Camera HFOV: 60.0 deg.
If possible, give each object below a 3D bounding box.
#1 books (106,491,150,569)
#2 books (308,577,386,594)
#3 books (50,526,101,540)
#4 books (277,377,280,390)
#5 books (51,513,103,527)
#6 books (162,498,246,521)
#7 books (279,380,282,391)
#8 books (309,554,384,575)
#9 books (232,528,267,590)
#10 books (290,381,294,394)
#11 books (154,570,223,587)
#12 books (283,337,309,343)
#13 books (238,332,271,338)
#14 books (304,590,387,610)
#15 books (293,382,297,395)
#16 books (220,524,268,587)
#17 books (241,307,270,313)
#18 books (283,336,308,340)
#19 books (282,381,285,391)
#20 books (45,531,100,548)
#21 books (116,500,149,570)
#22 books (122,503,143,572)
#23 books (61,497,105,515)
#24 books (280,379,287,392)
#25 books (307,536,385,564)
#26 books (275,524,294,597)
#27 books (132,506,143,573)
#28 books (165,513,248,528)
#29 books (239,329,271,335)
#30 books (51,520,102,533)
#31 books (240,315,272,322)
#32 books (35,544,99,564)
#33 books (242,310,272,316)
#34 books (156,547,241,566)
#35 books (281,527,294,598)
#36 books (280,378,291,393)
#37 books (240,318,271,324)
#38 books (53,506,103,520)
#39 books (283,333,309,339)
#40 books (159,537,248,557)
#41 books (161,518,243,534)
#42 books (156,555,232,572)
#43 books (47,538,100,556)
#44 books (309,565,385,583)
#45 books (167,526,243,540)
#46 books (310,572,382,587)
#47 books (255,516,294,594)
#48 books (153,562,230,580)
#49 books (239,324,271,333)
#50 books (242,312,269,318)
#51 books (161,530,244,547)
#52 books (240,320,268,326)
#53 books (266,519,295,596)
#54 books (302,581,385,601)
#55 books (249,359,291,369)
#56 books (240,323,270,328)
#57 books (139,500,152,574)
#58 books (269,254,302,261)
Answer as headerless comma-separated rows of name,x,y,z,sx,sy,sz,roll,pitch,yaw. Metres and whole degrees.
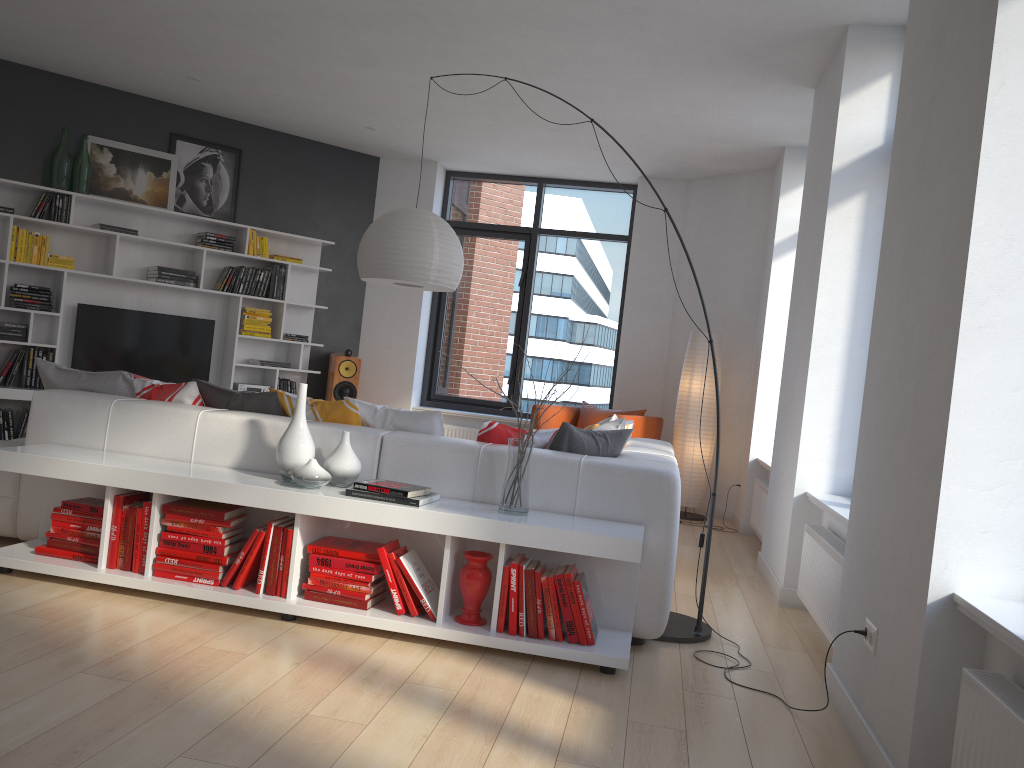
books,-1.570,0.593,3.632,0.036,0.294,0.208,7,1,9
books,-0.644,0.772,3.479,0.257,0.025,0.182,7,1,9
books,-1.754,0.612,3.708,0.257,0.025,0.182,7,1,9
books,-2.171,0.062,8.092,0.053,0.268,0.202,6,1,-36
books,-1.749,0.560,3.708,0.269,0.028,0.179,7,1,11
books,-1.239,0.506,3.581,0.259,0.034,0.206,7,1,6
books,-2.144,0.080,8.108,0.053,0.240,0.189,6,1,-35
books,-0.628,0.692,3.490,0.279,0.039,0.206,7,1,8
books,-1.001,0.680,3.513,0.115,0.245,0.192,7,1,9
books,-2.053,0.087,8.160,0.066,0.242,0.177,6,1,-36
books,-1.258,0.761,3.570,0.274,0.029,0.200,7,1,9
books,-1.996,-0.404,8.141,0.213,0.023,0.161,6,1,-32
books,-2.316,-0.440,7.963,0.257,0.028,0.194,6,1,-31
books,-0.651,0.827,3.481,0.259,0.034,0.206,7,1,12
books,-2.045,0.092,8.206,0.077,0.233,0.179,6,1,-36
books,-1.040,0.676,3.527,0.144,0.247,0.188,7,1,10
books,-2.316,-0.667,7.996,0.223,0.023,0.163,6,1,-32
books,-1.997,-0.423,8.143,0.198,0.015,0.142,6,1,-37
books,-2.121,0.083,8.116,0.049,0.236,0.170,6,1,-35
books,-1.768,0.636,3.703,0.266,0.026,0.187,7,1,15
books,-1.538,0.614,3.629,0.031,0.255,0.181,7,1,9
books,-1.505,0.617,3.624,0.034,0.259,0.207,7,1,9
books,-1.739,0.508,3.700,0.206,0.029,0.152,7,1,15
books,-2.098,0.082,8.123,0.050,0.242,0.169,6,1,-36
books,-0.626,0.656,3.514,0.301,0.032,0.227,7,1,9
books,-0.870,0.688,3.499,0.028,0.266,0.188,7,1,9
books,-1.468,0.620,3.608,0.042,0.259,0.195,7,1,9
books,-1.226,0.537,3.570,0.266,0.026,0.187,6,1,4
books,-2.321,-0.467,7.968,0.257,0.024,0.203,6,1,-33
books,-1.753,0.587,3.725,0.261,0.028,0.191,7,1,9
books,-2.305,-0.591,7.984,0.239,0.033,0.176,6,1,-33
books,-1.782,0.698,3.706,0.301,0.032,0.227,7,1,9
books,-2.297,-0.642,7.983,0.223,0.023,0.163,6,1,-32
books,-1.240,0.678,3.590,0.301,0.032,0.227,7,1,9
books,-0.845,0.688,3.479,0.028,0.269,0.181,7,1,9
books,-2.081,0.079,8.149,0.066,0.255,0.193,6,1,-36
books,-2.318,-0.566,7.980,0.239,0.019,0.171,6,1,-36
books,-1.747,0.534,3.711,0.254,0.025,0.178,7,1,9
books,-2.001,-0.443,8.156,0.213,0.023,0.161,6,1,-32
books,-1.242,0.643,3.592,0.279,0.039,0.206,7,1,10
books,-1.247,0.560,3.580,0.257,0.025,0.182,7,1,9
books,-1.253,0.706,3.555,0.266,0.026,0.187,7,1,9
books,-1.761,0.667,3.710,0.259,0.034,0.206,7,1,12
books,-0.632,0.725,3.474,0.261,0.027,0.191,7,1,13
books,-1.233,0.585,3.569,0.236,0.023,0.178,7,1,9
books,-0.644,0.749,3.471,0.236,0.023,0.178,7,1,9
books,-0.937,0.672,3.503,0.046,0.282,0.199,7,1,9
books,-1.255,0.733,3.552,0.282,0.030,0.188,7,1,11
books,-2.319,-0.500,7.972,0.243,0.042,0.189,6,1,-36
books,-2.309,-0.620,7.982,0.227,0.022,0.160,6,1,-20
books,-1.244,0.610,3.576,0.261,0.027,0.191,7,1,5
books,-2.320,-0.546,7.959,0.217,0.023,0.145,6,1,-31
books,-0.898,0.681,3.513,0.038,0.270,0.215,7,1,9
books,-0.658,0.797,3.474,0.266,0.026,0.187,7,1,15
books,-2.205,-0.186,8.069,0.310,0.047,0.250,6,1,-40
books,-2.326,-0.530,7.981,0.251,0.014,0.189,6,1,-32
books,-1.432,0.609,3.607,0.049,0.291,0.214,7,1,9
books,-2.065,-1.142,8.068,0.257,0.024,0.203,6,1,-33
